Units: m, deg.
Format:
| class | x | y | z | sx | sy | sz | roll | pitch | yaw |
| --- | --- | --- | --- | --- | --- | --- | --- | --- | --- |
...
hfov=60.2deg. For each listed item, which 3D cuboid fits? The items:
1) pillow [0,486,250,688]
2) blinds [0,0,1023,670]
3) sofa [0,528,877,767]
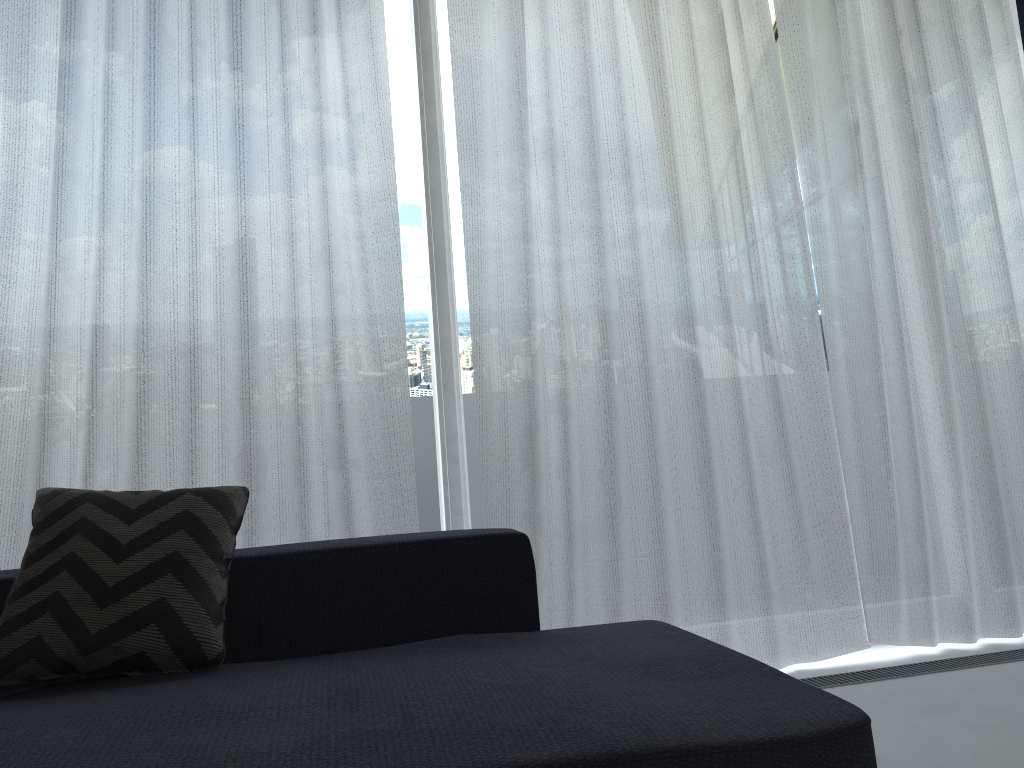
| class | x | y | z | sx | sy | sz | roll | pitch | yaw |
| --- | --- | --- | --- | --- | --- | --- | --- | --- | --- |
| pillow | -0.723 | 0.354 | 1.649 | 0.415 | 0.350 | 0.282 | -4 | -9 | -7 |
| blinds | 0.241 | -0.790 | 0.060 | 7.139 | 2.814 | 5.720 | -4 | -7 | -8 |
| sofa | -0.374 | 0.405 | 0.495 | 1.900 | 0.617 | 2.834 | -3 | -6 | -12 |
